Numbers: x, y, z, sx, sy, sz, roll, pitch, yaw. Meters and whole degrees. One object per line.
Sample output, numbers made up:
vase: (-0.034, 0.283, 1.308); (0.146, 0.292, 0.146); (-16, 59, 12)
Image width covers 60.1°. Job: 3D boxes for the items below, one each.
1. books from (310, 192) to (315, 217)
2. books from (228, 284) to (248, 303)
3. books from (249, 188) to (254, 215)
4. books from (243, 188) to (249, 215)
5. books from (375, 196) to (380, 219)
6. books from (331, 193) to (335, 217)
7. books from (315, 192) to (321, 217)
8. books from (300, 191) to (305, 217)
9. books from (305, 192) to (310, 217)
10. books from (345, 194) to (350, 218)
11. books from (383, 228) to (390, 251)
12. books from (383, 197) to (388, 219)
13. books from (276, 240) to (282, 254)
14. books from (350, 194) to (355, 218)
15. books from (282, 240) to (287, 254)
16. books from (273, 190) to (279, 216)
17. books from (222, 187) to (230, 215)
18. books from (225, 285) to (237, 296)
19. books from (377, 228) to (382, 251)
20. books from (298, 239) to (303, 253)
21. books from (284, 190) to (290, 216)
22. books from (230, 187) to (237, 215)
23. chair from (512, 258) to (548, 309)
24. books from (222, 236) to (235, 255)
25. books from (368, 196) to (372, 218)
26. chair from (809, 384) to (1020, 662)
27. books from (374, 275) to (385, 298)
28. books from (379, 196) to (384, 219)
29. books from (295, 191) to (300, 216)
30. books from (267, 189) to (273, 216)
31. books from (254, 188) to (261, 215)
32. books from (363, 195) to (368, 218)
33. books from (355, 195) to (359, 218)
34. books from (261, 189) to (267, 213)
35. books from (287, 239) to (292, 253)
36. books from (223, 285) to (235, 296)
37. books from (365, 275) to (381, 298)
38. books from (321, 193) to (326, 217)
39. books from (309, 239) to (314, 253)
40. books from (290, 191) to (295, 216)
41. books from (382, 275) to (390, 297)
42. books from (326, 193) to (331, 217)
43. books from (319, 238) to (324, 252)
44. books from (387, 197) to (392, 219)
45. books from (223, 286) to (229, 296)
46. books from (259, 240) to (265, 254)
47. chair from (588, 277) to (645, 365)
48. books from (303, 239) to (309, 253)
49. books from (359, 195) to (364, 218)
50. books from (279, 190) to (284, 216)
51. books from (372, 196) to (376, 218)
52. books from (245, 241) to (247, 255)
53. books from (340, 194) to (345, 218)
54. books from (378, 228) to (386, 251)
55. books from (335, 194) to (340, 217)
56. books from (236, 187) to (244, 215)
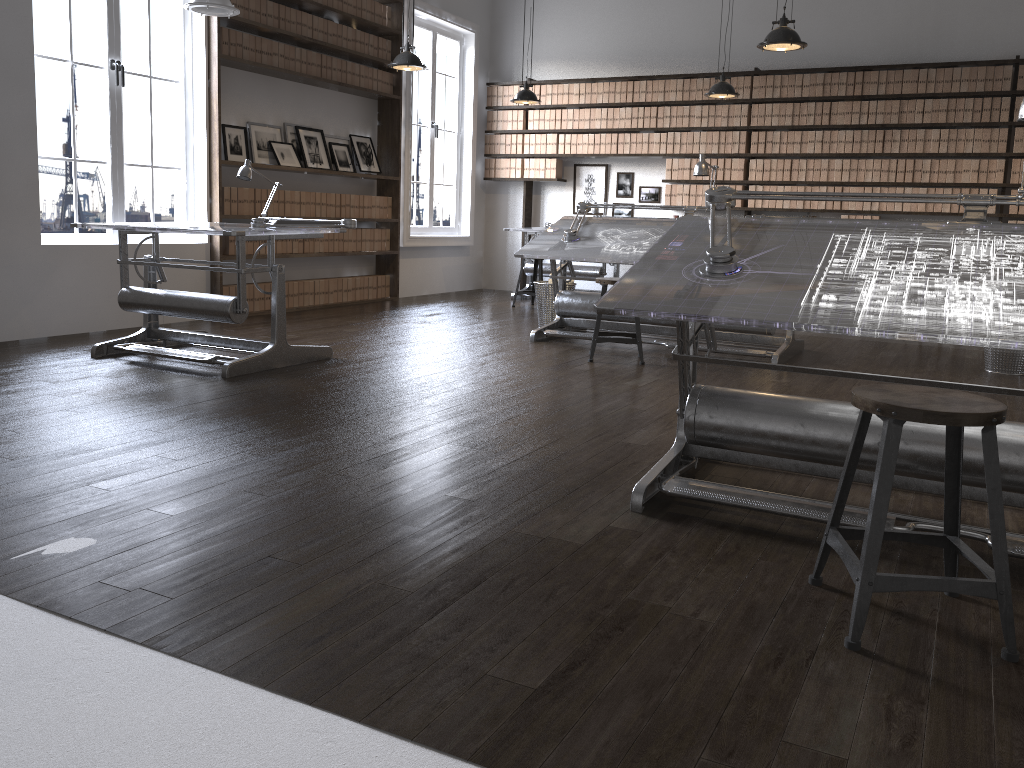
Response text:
books: (-1.882, -1.636, 8.070); (0.175, 0.224, 0.067); (7, 9, 27)
books: (-2.300, -0.718, 7.427); (0.175, 0.224, 0.067); (7, 9, 27)
books: (-2.239, -1.521, 7.391); (0.175, 0.224, 0.067); (7, 9, 27)
books: (-2.267, -1.511, 7.332); (0.175, 0.224, 0.067); (7, 9, 27)
books: (-1.423, -1.782, 8.929); (0.175, 0.224, 0.067); (7, 9, 27)
books: (-1.750, -1.677, 8.313); (0.175, 0.224, 0.067); (7, 9, 27)
books: (-1.846, -1.646, 8.130); (0.175, 0.224, 0.067); (7, 9, 27)
books: (-1.941, -1.615, 7.944); (0.175, 0.224, 0.067); (7, 9, 27)
books: (-1.912, -1.626, 8.008); (0.175, 0.224, 0.067); (7, 9, 27)
books: (-1.648, -1.711, 8.512); (0.175, 0.224, 0.067); (7, 9, 27)
books: (-1.348, -1.493, 9.136); (0.175, 0.224, 0.067); (7, 9, 27)
books: (-1.363, -1.803, 9.055); (0.175, 0.224, 0.067); (7, 9, 27)
books: (-2.093, -1.252, 7.717); (0.175, 0.224, 0.067); (7, 9, 27)
books: (-1.611, -1.721, 8.573); (0.175, 0.224, 0.067); (7, 9, 27)
books: (-2.067, -1.263, 7.779); (0.175, 0.224, 0.067); (7, 9, 27)
books: (-2.103, -1.564, 7.647); (0.175, 0.224, 0.067); (7, 9, 27)
books: (-2.362, -1.480, 7.149); (0.175, 0.224, 0.067); (7, 9, 27)
books: (-2.332, -0.707, 7.362); (0.175, 0.224, 0.067); (7, 9, 27)
books: (-1.418, -1.472, 9.013); (0.175, 0.224, 0.067); (7, 9, 27)
books: (-1.969, -1.294, 7.967); (0.175, 0.224, 0.067); (7, 9, 27)
books: (-2.034, -1.584, 7.766); (0.175, 0.224, 0.067); (7, 9, 27)
books: (-2.326, -1.490, 7.211); (0.175, 0.224, 0.067); (7, 9, 27)
chair: (0.255, -1.019, 8.859); (0.373, 0.524, 0.360); (8, 11, 35)
books: (-2.351, -1.169, 7.227); (0.175, 0.224, 0.067); (7, 9, 27)
books: (-1.486, -1.763, 8.817); (0.175, 0.224, 0.067); (7, 9, 27)
chair: (0.914, 0.290, 2.007); (0.358, 0.524, 0.374); (3, 9, 6)
books: (-1.399, -1.009, 9.146); (0.175, 0.224, 0.067); (7, 9, 27)
books: (-1.394, -1.793, 8.993); (0.175, 0.224, 0.067); (7, 9, 27)
books: (-1.977, -1.604, 7.881); (0.175, 0.224, 0.067); (7, 9, 27)
books: (-2.132, -1.553, 7.583); (0.175, 0.224, 0.067); (7, 9, 27)
books: (-2.199, -1.531, 7.454); (0.175, 0.224, 0.067); (7, 9, 27)
books: (-1.513, -1.752, 8.756); (0.175, 0.224, 0.067); (7, 9, 27)
books: (-1.582, -1.732, 8.637); (0.175, 0.224, 0.067); (7, 9, 27)
books: (-2.170, -1.543, 7.522); (0.175, 0.224, 0.067); (7, 9, 27)
books: (-2.034, -1.273, 7.842); (0.175, 0.224, 0.067); (7, 9, 27)
books: (-2.368, -0.697, 7.302); (0.175, 0.224, 0.067); (7, 9, 27)
books: (-1.429, -0.998, 9.078); (0.175, 0.224, 0.067); (7, 9, 27)
books: (-1.809, -1.657, 8.192); (0.175, 0.224, 0.067); (7, 9, 27)
books: (-1.900, -1.317, 8.098); (0.175, 0.224, 0.067); (7, 9, 27)
books: (-2.007, -1.595, 7.827); (0.175, 0.224, 0.067); (7, 9, 27)
books: (-1.362, -1.021, 9.211); (0.175, 0.224, 0.067); (7, 9, 27)
books: (-1.776, -1.667, 8.256); (0.175, 0.224, 0.067); (7, 9, 27)
books: (-1.833, -1.337, 8.218); (0.175, 0.224, 0.067); (7, 9, 27)
books: (-1.327, -1.812, 9.109); (0.175, 0.224, 0.067); (7, 9, 27)
books: (-2.402, -0.687, 7.242); (0.175, 0.224, 0.067); (7, 9, 27)
books: (-2.188, -1.222, 7.540); (0.175, 0.224, 0.067); (7, 9, 27)
chair: (0.682, -0.411, 5.695); (0.358, 0.524, 0.374); (3, 9, 6)
books: (-1.930, -1.305, 8.030); (0.175, 0.224, 0.067); (7, 9, 27)
books: (-1.549, -1.743, 8.700); (0.175, 0.224, 0.067); (7, 9, 27)
books: (-2.070, -1.575, 7.709); (0.175, 0.224, 0.067); (7, 9, 27)
books: (-1.455, -1.772, 8.872); (0.175, 0.224, 0.067); (7, 9, 27)
books: (-2.287, -1.191, 7.356); (0.175, 0.224, 0.067); (7, 9, 27)
books: (-1.678, -1.699, 8.444); (0.175, 0.224, 0.067); (7, 9, 27)
books: (-1.385, -1.482, 9.076); (0.175, 0.224, 0.067); (7, 9, 27)
books: (-1.717, -1.689, 8.381); (0.175, 0.224, 0.067); (7, 9, 27)
books: (-2.292, -1.501, 7.274); (0.175, 0.224, 0.067); (7, 9, 27)
